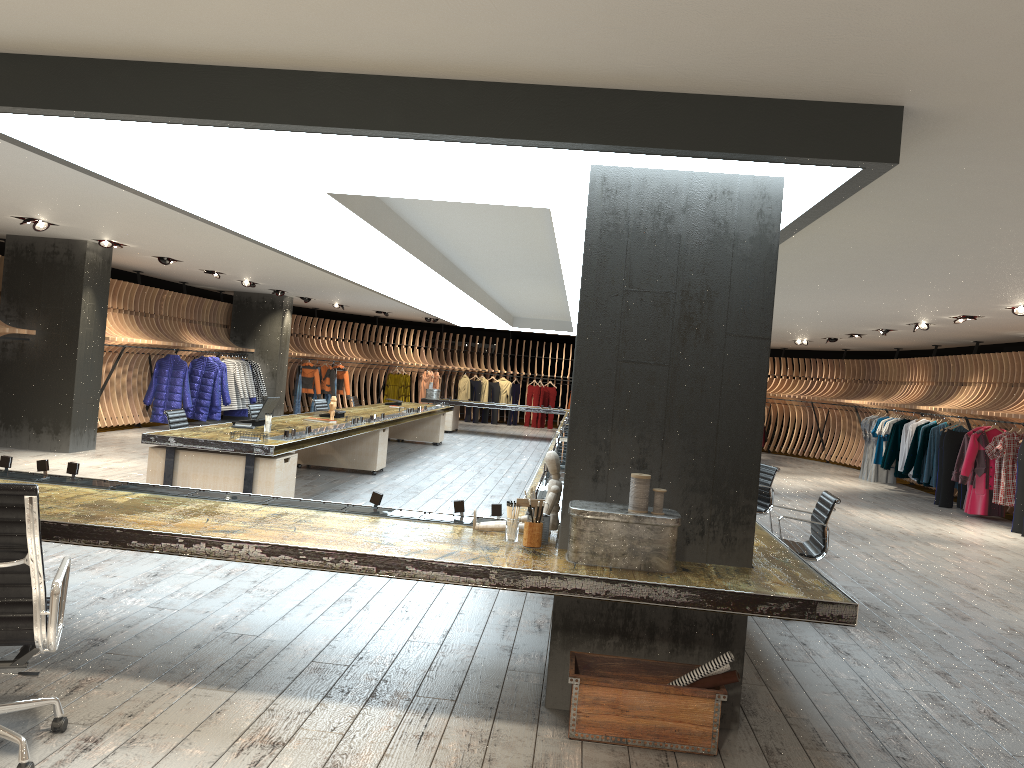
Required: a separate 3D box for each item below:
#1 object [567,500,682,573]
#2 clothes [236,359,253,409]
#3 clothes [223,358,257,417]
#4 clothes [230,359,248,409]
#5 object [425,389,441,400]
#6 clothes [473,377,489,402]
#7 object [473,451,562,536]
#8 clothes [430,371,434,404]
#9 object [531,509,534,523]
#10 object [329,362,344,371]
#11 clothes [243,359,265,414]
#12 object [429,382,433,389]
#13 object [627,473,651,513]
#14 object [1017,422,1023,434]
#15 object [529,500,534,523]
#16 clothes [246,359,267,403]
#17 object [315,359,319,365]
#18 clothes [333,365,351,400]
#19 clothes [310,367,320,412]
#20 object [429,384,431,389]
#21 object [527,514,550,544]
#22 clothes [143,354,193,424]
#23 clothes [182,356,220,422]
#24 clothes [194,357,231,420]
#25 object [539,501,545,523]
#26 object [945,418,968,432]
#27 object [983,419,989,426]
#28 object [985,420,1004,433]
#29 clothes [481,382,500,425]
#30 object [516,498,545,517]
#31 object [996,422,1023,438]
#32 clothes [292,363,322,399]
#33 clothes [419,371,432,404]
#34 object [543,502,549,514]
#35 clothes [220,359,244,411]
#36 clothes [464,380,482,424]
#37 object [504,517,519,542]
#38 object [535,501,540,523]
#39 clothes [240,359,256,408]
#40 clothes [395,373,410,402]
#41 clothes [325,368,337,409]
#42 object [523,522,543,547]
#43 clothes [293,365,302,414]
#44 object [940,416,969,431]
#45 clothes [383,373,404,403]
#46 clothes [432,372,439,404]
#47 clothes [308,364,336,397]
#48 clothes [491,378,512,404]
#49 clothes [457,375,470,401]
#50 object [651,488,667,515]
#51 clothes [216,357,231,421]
[{"bbox_3d":[0.489,0.672,3.934,0.498,0.239,0.303,5,0,5],"label":"object"},{"bbox_3d":[-5.674,0.019,18.277,0.752,1.062,0.128,5,0,3],"label":"clothes"},{"bbox_3d":[-5.778,0.075,18.670,0.885,1.239,0.245,5,0,1],"label":"clothes"},{"bbox_3d":[-5.695,0.021,18.016,0.752,1.062,0.128,5,0,3],"label":"clothes"},{"bbox_3d":[-1.869,0.241,20.933,0.303,0.239,0.497,5,1,5],"label":"object"},{"bbox_3d":[-0.878,0.234,25.419,0.250,0.890,0.705,5,0,-45],"label":"clothes"},{"bbox_3d":[0.035,0.536,4.435,0.431,0.429,0.195,5,0,0],"label":"object"},{"bbox_3d":[-2.312,0.217,24.841,0.125,1.156,0.447,5,0,-26],"label":"clothes"},{"bbox_3d":[0.093,0.661,4.143,0.018,0.158,0.011,5,0,22],"label":"object"},{"bbox_3d":[-4.581,-0.481,22.723,0.549,0.243,0.023,5,0,-19],"label":"object"},{"bbox_3d":[-5.620,0.072,18.817,0.807,1.187,0.191,5,0,5],"label":"clothes"},{"bbox_3d":[-1.820,0.066,20.876,0.262,0.204,0.088,5,0,3],"label":"object"},{"bbox_3d":[0.562,0.497,3.968,0.088,0.204,0.262,5,0,3],"label":"object"},{"bbox_3d":[6.915,0.662,12.009,0.524,0.286,0.015,5,0,-10],"label":"object"},{"bbox_3d":[0.095,0.638,4.098,0.054,0.207,0.008,5,0,-12],"label":"object"},{"bbox_3d":[-5.614,0.070,19.005,0.799,1.186,0.191,5,0,5],"label":"clothes"},{"bbox_3d":[-4.883,-0.500,22.213,0.023,0.243,0.549,5,1,1],"label":"object"},{"bbox_3d":[-4.485,-0.058,22.948,0.840,0.881,0.200,5,0,35],"label":"clothes"},{"bbox_3d":[-4.949,0.266,22.203,0.200,1.422,0.309,5,0,-3],"label":"clothes"},{"bbox_3d":[-1.931,0.064,20.799,0.062,0.109,0.062,5,0,-29],"label":"object"},{"bbox_3d":[0.123,0.690,4.230,0.108,0.128,0.108,5,0,20],"label":"object"},{"bbox_3d":[-6.052,0.093,15.588,0.885,1.239,0.245,5,0,1],"label":"clothes"},{"bbox_3d":[-6.020,0.084,16.982,0.880,1.260,0.242,5,0,1],"label":"clothes"},{"bbox_3d":[-5.851,0.088,17.110,0.883,1.246,0.249,5,0,1],"label":"clothes"},{"bbox_3d":[0.128,0.641,4.104,0.008,0.207,0.054,5,0,-30],"label":"object"},{"bbox_3d":[7.072,0.645,13.897,0.525,0.270,0.012,5,0,10],"label":"object"},{"bbox_3d":[7.009,0.648,13.112,0.525,0.270,0.012,5,0,5],"label":"object"},{"bbox_3d":[7.011,0.652,12.866,0.525,0.270,0.012,5,0,15],"label":"object"},{"bbox_3d":[-0.609,0.584,25.475,0.539,1.353,0.087,5,0,29],"label":"clothes"},{"bbox_3d":[0.077,0.644,4.180,0.138,0.209,0.034,5,0,-15],"label":"object"},{"bbox_3d":[6.938,0.654,12.221,0.525,0.270,0.012,5,0,5],"label":"object"},{"bbox_3d":[-5.079,-0.096,21.976,0.840,0.881,0.200,5,0,20],"label":"clothes"},{"bbox_3d":[-2.413,0.209,24.782,0.447,1.156,0.125,5,0,39],"label":"clothes"},{"bbox_3d":[0.137,0.651,4.218,0.081,0.198,0.050,5,0,30],"label":"object"},{"bbox_3d":[-5.714,0.023,17.781,0.752,1.062,0.128,5,0,3],"label":"clothes"},{"bbox_3d":[-1.107,0.543,25.344,0.539,1.353,0.087,5,0,39],"label":"clothes"},{"bbox_3d":[0.000,0.688,4.198,0.061,0.111,0.061,5,0,-7],"label":"object"},{"bbox_3d":[0.112,0.641,4.093,0.008,0.207,0.054,5,0,-8],"label":"object"},{"bbox_3d":[-5.660,0.018,18.455,0.752,1.062,0.128,5,0,3],"label":"clothes"},{"bbox_3d":[-3.066,0.223,24.347,0.665,1.045,0.168,5,0,35],"label":"clothes"},{"bbox_3d":[-4.653,0.284,22.719,0.308,1.422,0.200,5,0,-23],"label":"clothes"},{"bbox_3d":[0.096,0.692,4.112,0.084,0.111,0.083,5,0,-8],"label":"object"},{"bbox_3d":[-5.214,0.251,21.672,0.200,1.422,0.309,5,0,-18],"label":"clothes"},{"bbox_3d":[7.096,0.645,14.076,0.525,0.270,0.012,5,0,30],"label":"object"},{"bbox_3d":[-3.207,0.213,24.230,0.665,1.045,0.168,5,0,35],"label":"clothes"},{"bbox_3d":[-2.165,0.229,24.913,0.125,1.156,0.447,5,0,-31],"label":"clothes"},{"bbox_3d":[-4.762,-0.073,22.443,0.840,0.881,0.200,5,0,25],"label":"clothes"},{"bbox_3d":[-0.292,0.281,25.535,0.705,0.890,0.250,5,0,25],"label":"clothes"},{"bbox_3d":[-1.377,0.194,25.250,0.250,0.890,0.705,5,0,-35],"label":"clothes"},{"bbox_3d":[0.638,0.512,3.858,0.062,0.109,0.062,5,0,-25],"label":"object"},{"bbox_3d":[-5.916,0.082,17.295,0.885,1.239,0.245,5,0,1],"label":"clothes"}]
